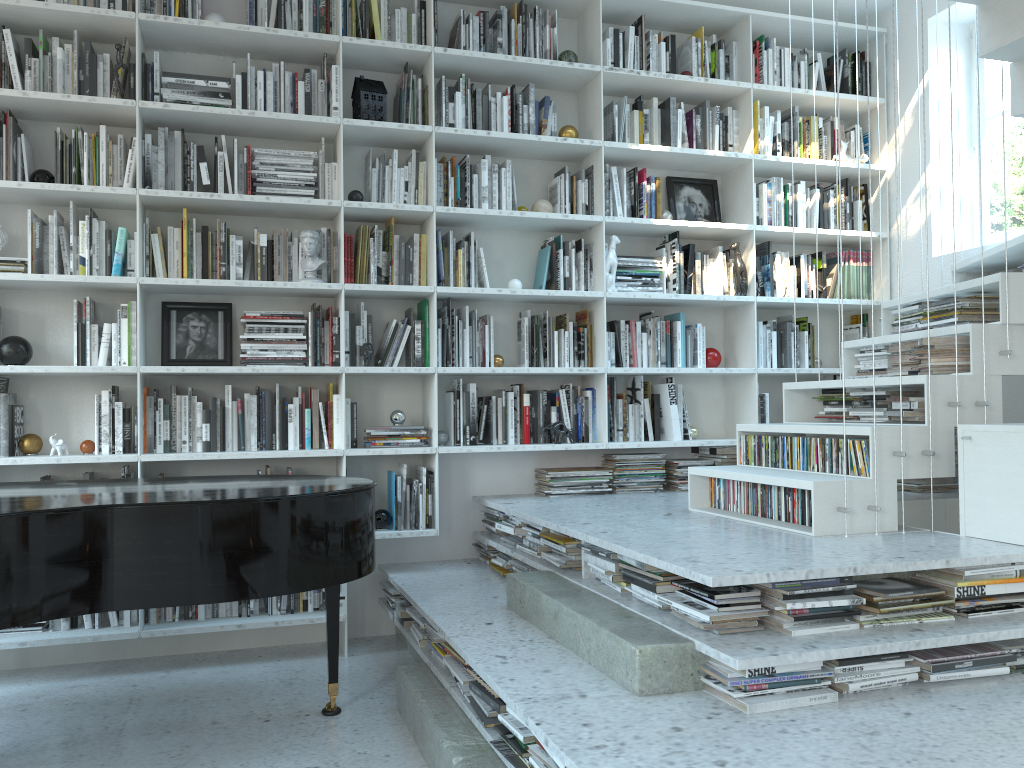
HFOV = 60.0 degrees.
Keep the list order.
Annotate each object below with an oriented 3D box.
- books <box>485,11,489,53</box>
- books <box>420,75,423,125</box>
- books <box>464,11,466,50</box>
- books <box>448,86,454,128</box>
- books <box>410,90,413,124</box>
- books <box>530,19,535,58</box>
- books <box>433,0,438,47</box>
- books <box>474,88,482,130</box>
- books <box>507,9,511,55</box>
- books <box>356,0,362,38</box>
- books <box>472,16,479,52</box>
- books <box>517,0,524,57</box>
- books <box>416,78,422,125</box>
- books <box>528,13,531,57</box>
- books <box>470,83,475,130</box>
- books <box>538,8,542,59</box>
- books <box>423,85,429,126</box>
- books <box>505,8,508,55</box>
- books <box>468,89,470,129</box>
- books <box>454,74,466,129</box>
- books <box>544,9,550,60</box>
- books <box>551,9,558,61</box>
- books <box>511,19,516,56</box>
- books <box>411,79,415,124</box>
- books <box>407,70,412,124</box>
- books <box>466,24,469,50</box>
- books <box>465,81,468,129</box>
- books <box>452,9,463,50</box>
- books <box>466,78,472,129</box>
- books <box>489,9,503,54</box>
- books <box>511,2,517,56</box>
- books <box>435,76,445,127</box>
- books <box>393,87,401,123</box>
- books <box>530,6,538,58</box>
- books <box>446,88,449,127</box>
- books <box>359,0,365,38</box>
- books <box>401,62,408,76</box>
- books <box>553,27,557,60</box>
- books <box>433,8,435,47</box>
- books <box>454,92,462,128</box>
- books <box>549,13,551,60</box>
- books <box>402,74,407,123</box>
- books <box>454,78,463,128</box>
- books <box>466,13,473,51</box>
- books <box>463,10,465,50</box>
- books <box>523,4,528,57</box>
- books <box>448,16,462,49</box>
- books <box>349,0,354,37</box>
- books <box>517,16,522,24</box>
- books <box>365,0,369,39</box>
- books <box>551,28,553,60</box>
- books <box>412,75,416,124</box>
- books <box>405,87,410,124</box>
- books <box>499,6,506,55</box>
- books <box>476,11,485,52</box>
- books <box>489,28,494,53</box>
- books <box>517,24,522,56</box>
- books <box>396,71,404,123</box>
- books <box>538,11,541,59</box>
[{"bbox_3d":[-0.145,-1.669,4.357,0.021,0.256,0.169,0,-1,-18],"label":"books"},{"bbox_3d":[-0.443,-1.320,4.263,0.005,0.292,0.130,0,-1,-18],"label":"books"},{"bbox_3d":[-0.249,-1.667,4.331,0.012,0.255,0.133,0,-1,-18],"label":"books"},{"bbox_3d":[-0.309,-1.294,4.294,0.026,0.243,0.148,0,-1,-18],"label":"books"},{"bbox_3d":[-0.492,-1.279,4.236,0.013,0.210,0.140,0,-1,-18],"label":"books"},{"bbox_3d":[0.079,-1.667,4.425,0.024,0.252,0.149,0,-1,-18],"label":"books"},{"bbox_3d":[-0.383,-1.692,4.259,0.019,0.304,0.176,0,-1,-18],"label":"books"},{"bbox_3d":[-0.181,-1.294,4.324,0.027,0.241,0.160,0,-1,-18],"label":"books"},{"bbox_3d":[-0.033,-1.683,4.399,0.007,0.285,0.159,0,-1,-18],"label":"books"},{"bbox_3d":[-0.725,-1.669,4.162,0.034,0.261,0.157,0,-1,-18],"label":"books"},{"bbox_3d":[-0.197,-1.653,4.338,0.028,0.226,0.163,0,-1,-18],"label":"books"},{"bbox_3d":[0.026,-1.706,4.402,0.007,0.329,0.183,0,-1,-18],"label":"books"},{"bbox_3d":[-0.455,-1.299,4.223,0.013,0.248,0.186,0,-1,-18],"label":"books"},{"bbox_3d":[0.063,-1.678,4.421,0.008,0.275,0.163,0,-1,-18],"label":"books"},{"bbox_3d":[-0.207,-1.311,4.341,0.012,0.276,0.133,0,-1,-18],"label":"books"},{"bbox_3d":[0.125,-1.701,4.462,0.008,0.321,0.133,0,-1,-18],"label":"books"},{"bbox_3d":[-0.425,-1.282,4.232,0.008,0.213,0.223,0,-1,-18],"label":"books"},{"bbox_3d":[-0.051,-1.688,4.399,0.017,0.295,0.139,0,-1,-18],"label":"books"},{"bbox_3d":[-0.233,-1.291,4.319,0.012,0.235,0.165,0,-1,-18],"label":"books"},{"bbox_3d":[-0.253,-1.327,4.305,0.014,0.307,0.152,0,-1,-18],"label":"books"},{"bbox_3d":[0.149,-1.690,4.440,0.013,0.297,0.188,0,-1,-18],"label":"books"},{"bbox_3d":[0.196,-1.695,4.454,0.006,0.306,0.163,0,-1,-18],"label":"books"},{"bbox_3d":[-0.015,-1.657,4.385,0.018,0.231,0.160,0,-1,-18],"label":"books"},{"bbox_3d":[-0.481,-1.302,4.230,0.005,0.255,0.158,0,-1,-18],"label":"books"},{"bbox_3d":[-0.499,-1.318,4.214,0.021,0.288,0.179,0,-1,-18],"label":"books"},{"bbox_3d":[-0.235,-1.632,4.324,0.009,0.183,0.160,0,-1,-18],"label":"books"},{"bbox_3d":[-0.241,-1.308,4.308,0.010,0.268,0.166,0,-1,-18],"label":"books"},{"bbox_3d":[-0.264,-1.662,4.307,0.009,0.244,0.173,0,-1,-18],"label":"books"},{"bbox_3d":[-0.221,-1.321,4.330,0.021,0.296,0.138,0,-1,-18],"label":"books"},{"bbox_3d":[-0.085,-1.670,4.351,0.028,0.258,0.185,0,-1,-18],"label":"books"},{"bbox_3d":[-0.006,-1.697,4.394,0.006,0.312,0.179,0,-1,-18],"label":"books"},{"bbox_3d":[-0.346,-1.316,4.274,0.012,0.285,0.159,0,-1,-18],"label":"books"},{"bbox_3d":[-0.552,-1.280,4.224,0.019,0.214,0.156,0,-1,-18],"label":"books"},{"bbox_3d":[0.096,-1.695,4.422,0.008,0.307,0.182,0,-1,-18],"label":"books"},{"bbox_3d":[-0.329,-1.292,4.294,0.012,0.239,0.138,0,-1,-18],"label":"books"},{"bbox_3d":[-0.707,-1.670,4.176,0.008,0.262,0.142,0,-1,-18],"label":"books"},{"bbox_3d":[-0.521,-1.343,4.231,0.025,0.339,0.143,0,-1,-18],"label":"books"},{"bbox_3d":[0.188,-1.646,4.449,0.014,0.209,0.188,0,-1,-18],"label":"books"},{"bbox_3d":[-0.405,-1.655,4.260,0.033,0.229,0.175,0,-1,-18],"label":"books"},{"bbox_3d":[-0.279,-1.277,4.284,0.026,0.208,0.181,0,-1,-18],"label":"books"},{"bbox_3d":[0.161,-1.681,4.436,0.008,0.278,0.180,0,-1,-18],"label":"books"},{"bbox_3d":[-0.524,-1.310,4.213,0.022,0.272,0.181,0,-1,-18],"label":"books"},{"bbox_3d":[-0.266,-1.315,4.307,0.011,0.283,0.173,0,-1,-18],"label":"books"},{"bbox_3d":[-0.221,-1.655,4.316,0.013,0.229,0.174,0,-1,-18],"label":"books"},{"bbox_3d":[-0.257,-1.662,4.319,0.011,0.244,0.172,0,-1,-18],"label":"books"},{"bbox_3d":[0.041,-1.691,4.390,0.015,0.299,0.183,0,-1,-18],"label":"books"},{"bbox_3d":[-0.287,-1.643,4.293,0.046,0.206,0.183,0,-1,-18],"label":"books"},{"bbox_3d":[-0.752,-1.659,4.136,0.007,0.239,0.191,0,-1,-18],"label":"books"},{"bbox_3d":[0.019,-1.667,4.400,0.008,0.251,0.170,0,-1,-18],"label":"books"},{"bbox_3d":[-0.691,-1.656,4.162,0.015,0.233,0.171,0,-1,-18],"label":"books"},{"bbox_3d":[0.170,-1.649,4.453,0.018,0.214,0.157,0,-1,-18],"label":"books"},{"bbox_3d":[-0.481,-1.318,4.259,0.013,0.289,0.131,0,-1,-18],"label":"books"},{"bbox_3d":[-0.515,-1.282,4.231,0.024,0.217,0.169,0,-1,-18],"label":"books"},{"bbox_3d":[-0.067,-1.687,4.381,0.024,0.292,0.167,0,-1,-18],"label":"books"},{"bbox_3d":[-0.169,-1.668,4.347,0.030,0.255,0.161,0,-1,-18],"label":"books"},{"bbox_3d":[-0.125,-1.635,4.381,0.031,0.190,0.132,0,-1,-18],"label":"books"},{"bbox_3d":[0.011,-1.642,4.381,0.018,0.201,0.188,0,-1,-18],"label":"books"},{"bbox_3d":[-0.535,-1.310,4.196,0.021,0.272,0.190,0,-1,-18],"label":"books"},{"bbox_3d":[0.117,-1.691,4.441,0.019,0.299,0.137,0,-1,-18],"label":"books"}]
